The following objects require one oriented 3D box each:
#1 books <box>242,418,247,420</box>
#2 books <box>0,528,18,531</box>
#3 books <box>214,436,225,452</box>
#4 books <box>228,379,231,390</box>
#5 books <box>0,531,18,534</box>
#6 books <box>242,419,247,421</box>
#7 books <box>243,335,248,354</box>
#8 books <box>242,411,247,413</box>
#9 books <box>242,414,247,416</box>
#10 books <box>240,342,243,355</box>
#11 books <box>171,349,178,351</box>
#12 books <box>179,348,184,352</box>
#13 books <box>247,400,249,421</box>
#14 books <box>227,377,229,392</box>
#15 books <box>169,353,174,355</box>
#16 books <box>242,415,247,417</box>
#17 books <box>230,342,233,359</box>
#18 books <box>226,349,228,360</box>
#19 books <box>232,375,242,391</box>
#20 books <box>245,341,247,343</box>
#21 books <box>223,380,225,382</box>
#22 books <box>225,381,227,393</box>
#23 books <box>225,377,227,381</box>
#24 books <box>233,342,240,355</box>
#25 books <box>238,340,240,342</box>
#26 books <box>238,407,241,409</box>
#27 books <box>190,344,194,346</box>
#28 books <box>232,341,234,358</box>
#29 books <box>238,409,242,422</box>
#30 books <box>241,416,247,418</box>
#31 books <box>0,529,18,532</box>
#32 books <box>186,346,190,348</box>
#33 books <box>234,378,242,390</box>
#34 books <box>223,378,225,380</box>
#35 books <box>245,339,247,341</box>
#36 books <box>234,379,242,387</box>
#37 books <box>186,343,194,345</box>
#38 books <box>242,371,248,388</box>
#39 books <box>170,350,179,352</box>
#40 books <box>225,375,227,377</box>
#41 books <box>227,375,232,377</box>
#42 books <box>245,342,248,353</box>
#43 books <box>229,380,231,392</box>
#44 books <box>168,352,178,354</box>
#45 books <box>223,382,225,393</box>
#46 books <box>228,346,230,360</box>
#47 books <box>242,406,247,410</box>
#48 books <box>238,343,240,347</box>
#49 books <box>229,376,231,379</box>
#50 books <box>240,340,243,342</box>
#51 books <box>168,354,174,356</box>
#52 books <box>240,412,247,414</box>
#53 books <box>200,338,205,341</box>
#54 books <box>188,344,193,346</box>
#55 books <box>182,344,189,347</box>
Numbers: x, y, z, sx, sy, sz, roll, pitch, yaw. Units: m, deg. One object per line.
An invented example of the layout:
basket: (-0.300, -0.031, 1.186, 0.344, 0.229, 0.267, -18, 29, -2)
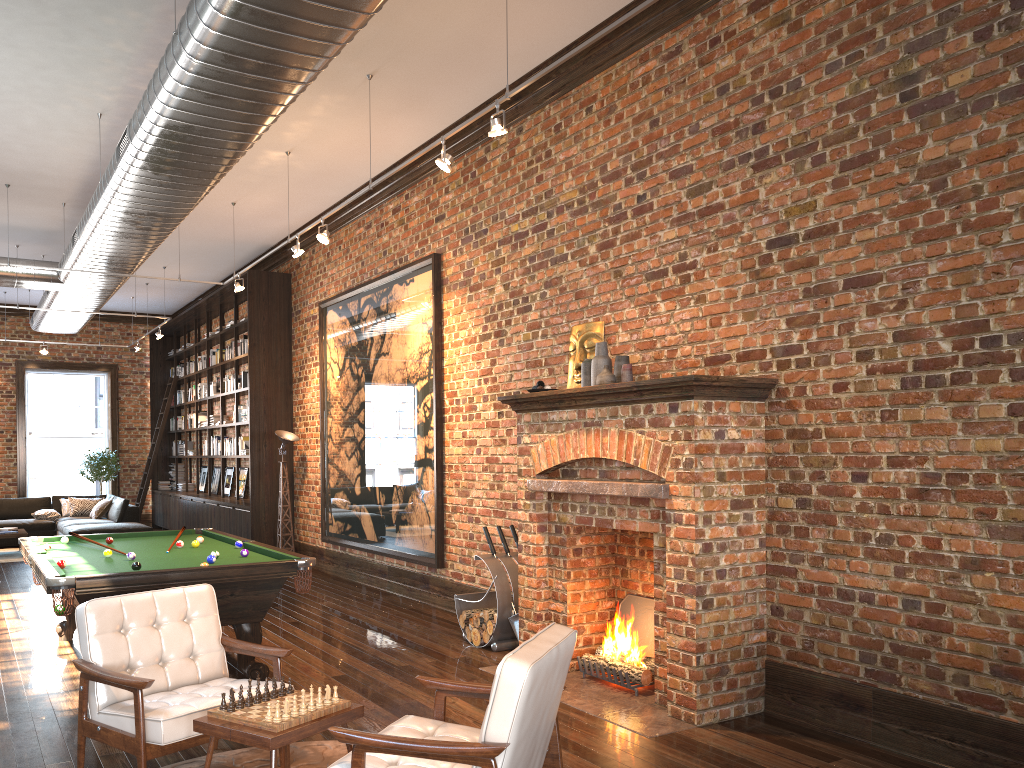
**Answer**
books: (-4.077, 0.547, 13.772, 0.161, 0.012, 0.315, 2, -5, -28)
books: (-7.799, 2.242, 13.681, 0.205, 0.028, 0.262, -1, -4, 1)
books: (-5.061, 1.067, 15.366, 0.182, 0.336, 0.015, 0, 0, -32)
books: (-4.555, 0.039, 14.503, 0.160, 0.241, 0.031, 0, 0, -32)
books: (-7.636, 2.244, 13.382, 0.205, 0.024, 0.262, -4, -5, 35)
books: (-4.080, 0.559, 13.771, 0.159, 0.012, 0.354, 2, -5, -28)
books: (-4.043, -0.583, 13.652, 0.180, 0.332, 0.016, 0, 0, -32)
books: (-4.072, 0.438, 13.770, 0.159, 0.012, 0.351, 2, -5, -30)
books: (-4.077, 0.486, 13.767, 0.161, 0.012, 0.316, 2, -5, -28)
books: (-4.133, -0.526, 13.799, 0.184, 0.242, 0.030, 0, 0, -32)
books: (-6.926, -0.691, 18.310, 0.189, 0.008, 0.345, 2, -5, -27)
books: (-6.439, -0.666, 17.498, 0.229, 0.033, 0.273, 2, -5, -28)
books: (-3.951, 0.412, 13.531, 0.180, 0.339, 0.013, 0, 0, -32)
books: (-4.591, 0.030, 14.565, 0.166, 0.269, 0.011, 0, 0, -32)
books: (-6.932, -0.612, 18.307, 0.226, 0.011, 0.270, 2, -5, -33)
books: (-4.070, 0.499, 13.775, 0.161, 0.012, 0.311, 2, -5, -32)
books: (-4.434, -0.516, 14.268, 0.183, 0.299, 0.018, 0, 0, -32)
books: (-4.591, -0.458, 14.540, 0.174, 0.229, 0.014, 0, 0, -32)
books: (-4.401, -0.005, 14.240, 0.183, 0.285, 0.034, 0, 0, -32)
books: (-4.002, -0.540, 13.595, 0.172, 0.236, 0.025, 0, 0, -32)
books: (-4.715, 0.057, 14.737, 0.186, 0.244, 0.079, 0, 0, -32)
books: (-4.625, 0.064, 14.603, 0.181, 0.208, 0.030, 0, 0, -32)
books: (-4.659, 0.031, 14.674, 0.159, 0.285, 0.014, 0, 0, -32)
books: (-4.351, -0.524, 14.161, 0.188, 0.297, 0.015, 0, 0, -32)
books: (-4.337, -0.534, 14.192, 0.133, 0.322, 0.009, 0, 0, -32)
books: (-4.265, 0.498, 14.045, 0.169, 0.253, 0.014, 0, 0, -32)
books: (-5.934, -0.722, 16.711, 0.210, 0.014, 0.291, 2, -5, -33)
books: (-4.385, -0.524, 14.215, 0.182, 0.307, 0.009, 0, 0, -32)
books: (-4.218, 0.506, 13.960, 0.184, 0.221, 0.033, 0, 0, -32)
books: (-4.079, 0.511, 13.769, 0.161, 0.012, 0.316, 3, -5, -36)
books: (-7.804, 2.268, 13.686, 0.205, 0.024, 0.262, -1, -4, 3)
books: (-6.223, -0.711, 17.170, 0.205, 0.024, 0.249, 2, -5, -28)
books: (-4.357, 0.018, 14.175, 0.171, 0.238, 0.058, 0, 0, -32)
books: (-4.736, 0.044, 14.779, 0.179, 0.275, 0.098, 0, 0, -32)
books: (-4.013, -0.551, 13.612, 0.168, 0.262, 0.016, 0, 0, -32)
books: (-4.334, 0.025, 14.155, 0.182, 0.218, 0.051, 0, 0, -32)
books: (-6.216, -0.766, 17.174, 0.192, 0.007, 0.365, 2, -5, -30)
books: (-3.983, -0.056, 13.503, 0.245, 0.265, 0.038, 1, 0, -32)
books: (-6.919, -0.678, 18.314, 0.190, 0.017, 0.300, 2, -5, -34)
books: (-4.724, 0.021, 14.800, 0.142, 0.324, 0.116, 0, 0, -32)
books: (-4.598, 0.012, 14.577, 0.152, 0.307, 0.016, 0, 0, -32)
books: (-3.979, -0.527, 13.549, 0.190, 0.202, 0.027, 1, 0, -32)
books: (-4.486, 0.044, 14.374, 0.181, 0.209, 0.024, 0, 0, -32)
books: (-6.940, -0.641, 18.301, 0.230, 0.015, 0.313, 3, -5, -35)
books: (-4.698, 0.072, 14.710, 0.223, 0.209, 0.064, 1, -1, -32)
books: (-4.513, -0.484, 14.398, 0.185, 0.258, 0.032, 0, 0, -32)
books: (-4.175, 0.482, 13.947, 0.137, 0.267, 0.034, 0, 0, -32)
books: (-4.350, -0.515, 14.147, 0.180, 0.279, 0.009, 0, 0, -32)
books: (-4.562, 0.015, 14.548, 0.138, 0.296, 0.024, 0, 0, -32)
books: (-4.176, -0.544, 13.893, 0.150, 0.294, 0.032, 0, 0, -32)
books: (-6.934, -0.599, 18.305, 0.213, 0.014, 0.357, 3, -5, -35)
books: (-4.078, 0.450, 13.766, 0.160, 0.012, 0.354, 3, -5, -36)
books: (-5.462, -0.800, 15.953, 0.191, 0.013, 0.316, 3, -5, -35)
books: (-5.949, -0.732, 16.701, 0.232, 0.006, 0.289, 3, -5, -35)
books: (-6.226, -0.732, 17.168, 0.216, 0.018, 0.377, 2, -5, -34)
